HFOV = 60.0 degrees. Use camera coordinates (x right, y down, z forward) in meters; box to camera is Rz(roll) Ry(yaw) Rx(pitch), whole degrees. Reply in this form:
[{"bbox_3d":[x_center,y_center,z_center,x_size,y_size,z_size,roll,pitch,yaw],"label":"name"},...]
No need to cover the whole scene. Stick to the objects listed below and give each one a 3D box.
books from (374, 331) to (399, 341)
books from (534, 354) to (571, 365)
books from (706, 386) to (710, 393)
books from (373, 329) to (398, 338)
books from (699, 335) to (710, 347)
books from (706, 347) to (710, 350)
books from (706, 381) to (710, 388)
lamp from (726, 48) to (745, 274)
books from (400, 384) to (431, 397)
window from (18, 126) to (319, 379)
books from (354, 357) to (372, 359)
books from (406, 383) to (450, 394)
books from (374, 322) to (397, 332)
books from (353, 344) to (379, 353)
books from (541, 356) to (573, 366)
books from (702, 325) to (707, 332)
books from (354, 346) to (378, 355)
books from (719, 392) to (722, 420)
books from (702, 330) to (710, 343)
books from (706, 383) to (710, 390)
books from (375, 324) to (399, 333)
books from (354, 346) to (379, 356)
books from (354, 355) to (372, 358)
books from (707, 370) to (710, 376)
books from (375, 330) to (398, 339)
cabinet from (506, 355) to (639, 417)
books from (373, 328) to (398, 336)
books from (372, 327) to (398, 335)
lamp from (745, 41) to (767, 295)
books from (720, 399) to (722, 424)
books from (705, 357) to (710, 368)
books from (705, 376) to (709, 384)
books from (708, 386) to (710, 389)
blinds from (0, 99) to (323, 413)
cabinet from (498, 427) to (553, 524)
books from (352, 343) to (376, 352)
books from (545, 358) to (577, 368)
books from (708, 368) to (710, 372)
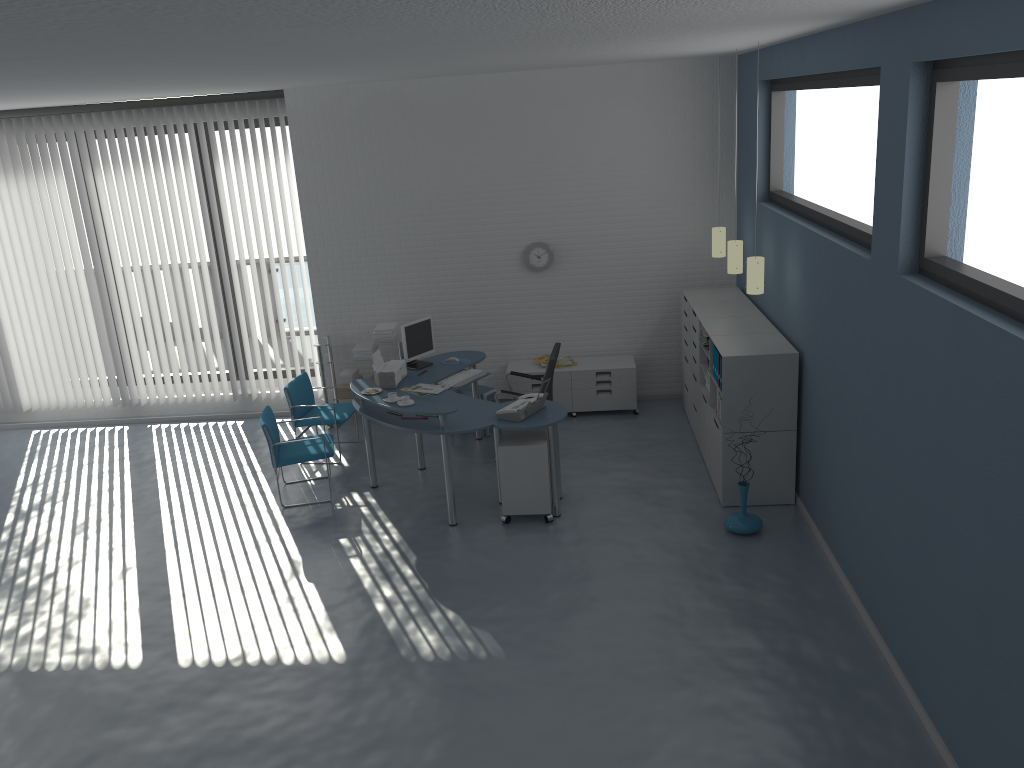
[{"bbox_3d":[-1.221,-0.468,8.642,0.190,0.015,0.270,-3,17,4],"label":"books"},{"bbox_3d":[0.393,-0.238,8.618,0.300,0.020,0.210,10,22,37],"label":"books"},{"bbox_3d":[1.734,0.032,7.235,0.270,0.015,0.190,-3,17,4],"label":"books"},{"bbox_3d":[-1.232,-0.496,8.630,0.190,0.015,0.270,-2,17,6],"label":"books"},{"bbox_3d":[1.645,-0.351,7.153,0.234,0.034,0.240,-3,17,4],"label":"books"},{"bbox_3d":[1.659,-0.323,7.148,0.209,0.019,0.265,-3,17,4],"label":"books"},{"bbox_3d":[1.727,-0.008,7.215,0.270,0.015,0.190,-3,17,4],"label":"books"},{"bbox_3d":[1.738,-1.747,6.885,0.120,1.786,0.120,-16,21,-34],"label":"lamp"},{"bbox_3d":[-0.743,0.047,7.195,0.200,0.005,0.300,-19,22,-39],"label":"books"},{"bbox_3d":[-3.674,-1.323,9.410,3.635,2.562,0.008,-3,17,4],"label":"window"},{"bbox_3d":[-1.435,-0.293,8.722,0.190,0.015,0.270,-3,17,3],"label":"books"},{"bbox_3d":[-0.679,0.039,7.200,0.300,0.010,0.200,5,20,28],"label":"books"},{"bbox_3d":[-1.227,-0.554,8.615,0.190,0.015,0.270,-4,17,0],"label":"books"},{"bbox_3d":[-1.433,-0.352,8.709,0.190,0.015,0.270,-2,17,6],"label":"books"},{"bbox_3d":[0.431,-0.219,8.613,0.300,0.020,0.210,-4,17,-1],"label":"books"},{"bbox_3d":[1.648,-0.452,7.111,0.212,0.024,0.258,-3,17,4],"label":"books"},{"bbox_3d":[-1.431,-0.335,8.706,0.190,0.015,0.270,-3,17,3],"label":"books"},{"bbox_3d":[1.610,0.157,6.526,0.166,0.217,0.038,-3,17,4],"label":"books"},{"bbox_3d":[1.653,-0.385,7.129,0.212,0.044,0.265,-3,17,4],"label":"books"},{"bbox_3d":[1.732,0.018,7.231,0.270,0.015,0.190,-4,17,2],"label":"books"},{"bbox_3d":[-1.215,-0.543,8.628,0.190,0.015,0.270,-3,17,4],"label":"books"},{"bbox_3d":[-1.429,-0.323,8.716,0.190,0.015,0.270,-3,17,5],"label":"books"},{"bbox_3d":[-1.436,-0.307,8.718,0.190,0.015,0.270,-4,17,0],"label":"books"},{"bbox_3d":[1.653,-0.067,6.932,0.212,0.034,0.265,-3,17,4],"label":"books"},{"bbox_3d":[-1.222,-0.483,8.638,0.190,0.015,0.270,-4,17,2],"label":"books"},{"bbox_3d":[0.591,0.032,8.686,1.259,0.484,0.447,-3,17,4],"label":"cabinet"},{"bbox_3d":[-1.231,-0.512,8.632,0.190,0.015,0.270,-3,17,4],"label":"books"},{"bbox_3d":[-1.232,-0.524,8.620,0.190,0.015,0.270,-2,17,7],"label":"books"},{"bbox_3d":[1.691,-1.506,6.124,0.120,1.786,0.120,-16,21,-34],"label":"lamp"},{"bbox_3d":[1.604,0.195,6.461,0.173,0.184,0.032,-3,17,4],"label":"books"},{"bbox_3d":[1.641,-0.161,6.912,0.224,0.041,0.283,-3,17,4],"label":"books"},{"bbox_3d":[1.720,-0.042,7.224,0.270,0.015,0.190,-3,17,4],"label":"books"},{"bbox_3d":[1.734,0.006,7.218,0.270,0.015,0.190,-2,17,6],"label":"books"},{"bbox_3d":[-4.090,-1.187,8.964,4.001,2.955,0.158,-3,17,4],"label":"blinds"},{"bbox_3d":[0.115,0.650,6.612,0.383,0.605,0.559,-2,17,6],"label":"cabinet"},{"bbox_3d":[-1.452,-0.361,8.692,0.190,0.015,0.270,-4,17,1],"label":"books"},{"bbox_3d":[0.460,-0.203,8.624,0.300,0.020,0.210,-7,18,-11],"label":"books"},{"bbox_3d":[1.650,-0.089,6.904,0.212,0.023,0.224,-3,17,4],"label":"books"}]
